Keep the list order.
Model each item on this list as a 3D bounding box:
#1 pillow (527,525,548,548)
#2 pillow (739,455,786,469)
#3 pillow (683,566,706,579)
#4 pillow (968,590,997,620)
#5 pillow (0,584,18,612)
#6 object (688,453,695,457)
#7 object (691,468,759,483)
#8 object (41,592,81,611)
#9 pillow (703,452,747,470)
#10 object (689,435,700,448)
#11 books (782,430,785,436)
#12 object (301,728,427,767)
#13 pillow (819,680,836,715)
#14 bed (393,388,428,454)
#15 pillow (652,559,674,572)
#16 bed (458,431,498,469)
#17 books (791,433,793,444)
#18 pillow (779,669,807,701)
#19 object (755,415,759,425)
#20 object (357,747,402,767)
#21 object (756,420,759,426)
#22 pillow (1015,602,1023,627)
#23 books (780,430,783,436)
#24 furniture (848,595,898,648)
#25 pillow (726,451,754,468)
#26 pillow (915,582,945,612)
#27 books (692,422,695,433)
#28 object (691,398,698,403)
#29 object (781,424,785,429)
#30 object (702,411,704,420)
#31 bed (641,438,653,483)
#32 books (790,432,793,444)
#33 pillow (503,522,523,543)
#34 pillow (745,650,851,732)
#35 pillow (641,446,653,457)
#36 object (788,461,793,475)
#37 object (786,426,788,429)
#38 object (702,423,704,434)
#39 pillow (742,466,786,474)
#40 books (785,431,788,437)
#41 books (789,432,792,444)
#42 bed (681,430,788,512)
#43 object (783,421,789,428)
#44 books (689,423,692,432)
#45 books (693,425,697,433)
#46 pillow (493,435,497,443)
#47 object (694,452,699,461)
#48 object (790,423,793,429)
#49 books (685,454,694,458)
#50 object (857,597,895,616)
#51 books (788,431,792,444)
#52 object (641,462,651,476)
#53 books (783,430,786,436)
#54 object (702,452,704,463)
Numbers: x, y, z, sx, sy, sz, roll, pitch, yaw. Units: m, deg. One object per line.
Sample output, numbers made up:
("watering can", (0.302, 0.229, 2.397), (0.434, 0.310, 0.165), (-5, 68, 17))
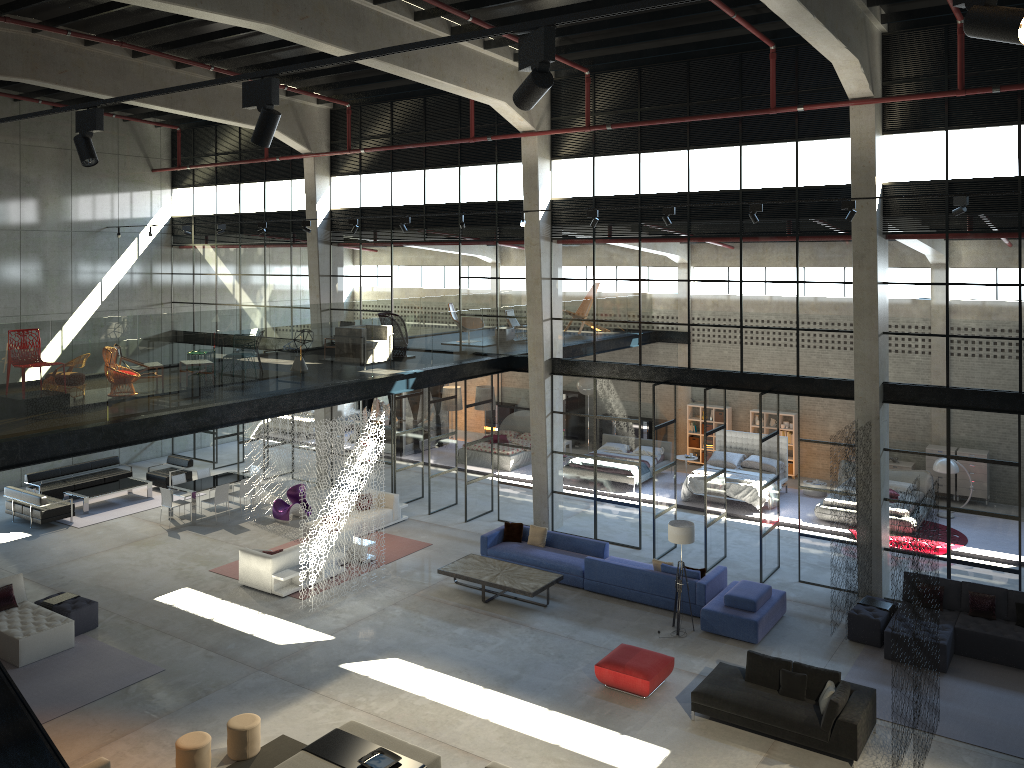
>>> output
("pillow", (0.504, 3.017, 17.374), (0.402, 0.381, 0.208), (3, 3, 35))
("pillow", (6.315, 1.997, 22.080), (0.981, 0.291, 0.696), (5, 9, 36))
("pillow", (3.156, 3.330, 15.186), (0.398, 0.371, 0.261), (1, 3, 13))
("pillow", (7.354, 3.468, 13.726), (0.407, 0.376, 0.193), (3, 3, 34))
("pillow", (-8.229, 3.475, 14.168), (0.236, 0.344, 0.416), (1, 5, 33))
("object", (4.723, 1.875, 23.107), (0.168, 0.090, 0.170), (-1, 6, -4))
("object", (5.309, 2.509, 21.429), (2.286, 0.657, 0.655), (6, 7, 37))
("object", (-7.478, 3.601, 14.548), (0.301, 0.099, 0.522), (4, 9, 29))
("pillow", (5.488, 1.967, 22.520), (1.029, 0.373, 0.669), (5, 8, 37))
("object", (5.373, 1.679, 25.605), (0.324, 0.297, 0.325), (3, 5, 34))
("books", (7.501, 1.447, 24.168), (0.059, 0.334, 0.253), (0, 3, 34))
("object", (-1.698, 4.286, 9.997), (1.476, 0.086, 0.539), (5, 10, 34))
("pillow", (3.959, 3.930, 10.995), (0.208, 0.315, 0.343), (0, 5, 13))
("bed", (-3.500, 0.934, 27.818), (2.252, 2.075, 2.325), (3, 6, 34))
("pillow", (2.681, 3.288, 15.458), (0.402, 0.381, 0.208), (3, 3, 35))
("bed", (-0.180, 1.593, 25.943), (2.034, 1.276, 2.355), (4, 8, 34))
("books", (7.680, 1.495, 24.036), (0.022, 0.274, 0.254), (0, 3, 34))
("pillow", (3.638, 3.884, 11.349), (0.343, 0.307, 0.188), (3, 3, 32))
("object", (6.879, 1.008, 24.637), (0.094, 0.262, 0.095), (0, 1, -5))
("object", (-1.486, 4.235, 9.861), (0.387, 0.036, 0.388), (6, 10, 37))
("object", (6.871, 1.083, 24.503), (0.110, 0.156, 0.110), (-3, 4, -44))
("pillow", (7.881, 3.550, 13.363), (0.384, 0.334, 0.219), (3, 4, 32))
("books", (7.463, 1.445, 24.194), (0.069, 0.334, 0.253), (0, 3, 34))
("furniture", (5.806, 3.798, 14.105), (0.510, 0.454, 0.965), (4, 8, 39))
("pillow", (5.738, 1.935, 22.719), (1.055, 0.322, 0.492), (5, 8, 34))
("pillow", (6.731, 3.422, 14.139), (0.414, 0.344, 0.236), (3, 4, 35))
("books", (5.308, 1.267, 25.646), (0.048, 0.286, 0.185), (0, 2, 34))
("object", (5.355, 0.497, 25.786), (0.234, 0.151, 0.053), (3, 3, 32))
("object", (7.442, 1.160, 24.101), (0.116, 0.112, 0.116), (3, 5, 37))
("object", (5.569, 0.918, 25.366), (0.154, 0.248, 0.155), (1, 3, 26))
("bed", (2.901, 2.093, 23.833), (2.261, 0.867, 2.410), (5, 9, 34))
("books", (7.665, 1.484, 24.057), (0.027, 0.288, 0.254), (0, 3, 34))
("pillow", (0.028, 2.984, 17.646), (0.398, 0.371, 0.261), (1, 3, 13))
("pillow", (3.775, 3.874, 11.300), (0.743, 0.417, 1.593), (-3, 8, -26))
("pillow", (3.274, 1.853, 24.477), (1.932, 0.312, 0.551), (5, 8, 34))
("object", (7.603, 2.294, 24.114), (0.324, 0.297, 0.325), (3, 5, 34))
("object", (7.534, 1.194, 24.039), (0.065, 0.063, 0.066), (-1, 4, -8))
("object", (5.703, 1.296, 25.380), (0.324, 0.297, 0.325), (3, 5, 34))
("pillow", (6.362, 2.084, 22.140), (0.961, 0.330, 0.720), (5, 9, 35))
("books", (7.561, 1.449, 24.127), (0.055, 0.341, 0.253), (0, 3, 34))
("books", (7.655, 1.484, 24.085), (0.020, 0.281, 0.254), (0, 3, 34))
("bed", (5.569, 2.111, 21.832), (2.223, 1.414, 2.330), (4, 7, 33))
("object", (7.557, 1.119, 24.188), (0.174, 0.169, 0.175), (0, 4, 2))
("books", (5.232, 1.270, 25.704), (0.019, 0.261, 0.176), (0, 2, 34))
("books", (5.352, 1.309, 25.632), (0.075, 0.204, 0.159), (0, 3, 34))
("pillow", (-0.499, 1.597, 25.706), (0.876, 0.212, 0.636), (2, 8, 13))
("object", (5.377, 2.122, 25.577), (0.139, 0.235, 0.139), (-1, 2, -19))
("object", (7.695, 1.149, 24.095), (0.142, 0.137, 0.142), (-4, 5, -38))
("books", (4.688, 1.908, 23.119), (0.229, 0.042, 0.303), (1, 8, 8))
("object", (5.895, 3.598, 14.214), (0.519, 0.099, 0.302), (6, 10, 39))
("books", (7.623, 1.461, 24.085), (0.036, 0.332, 0.254), (0, 3, 34))
("object", (2.570, 2.160, 23.325), (2.115, 0.246, 0.723), (5, 9, 34))
("books", (7.544, 1.448, 24.160), (0.065, 0.334, 0.253), (0, 3, 34))
("object", (5.701, 2.121, 25.383), (0.324, 0.297, 0.325), (3, 5, 34))
